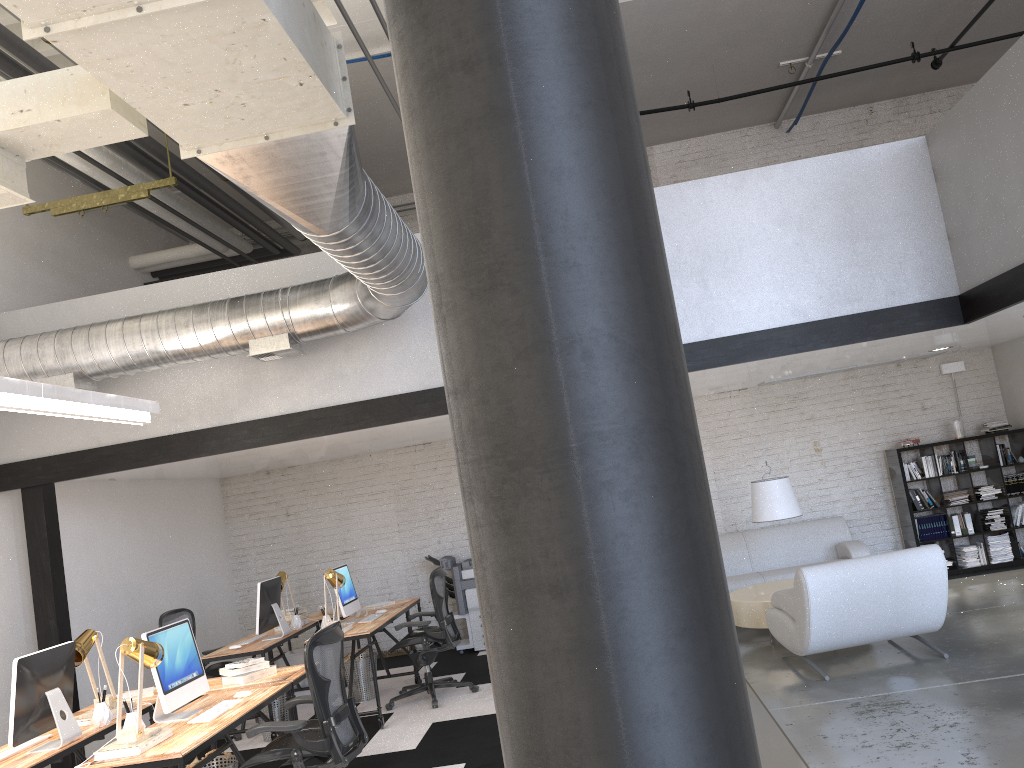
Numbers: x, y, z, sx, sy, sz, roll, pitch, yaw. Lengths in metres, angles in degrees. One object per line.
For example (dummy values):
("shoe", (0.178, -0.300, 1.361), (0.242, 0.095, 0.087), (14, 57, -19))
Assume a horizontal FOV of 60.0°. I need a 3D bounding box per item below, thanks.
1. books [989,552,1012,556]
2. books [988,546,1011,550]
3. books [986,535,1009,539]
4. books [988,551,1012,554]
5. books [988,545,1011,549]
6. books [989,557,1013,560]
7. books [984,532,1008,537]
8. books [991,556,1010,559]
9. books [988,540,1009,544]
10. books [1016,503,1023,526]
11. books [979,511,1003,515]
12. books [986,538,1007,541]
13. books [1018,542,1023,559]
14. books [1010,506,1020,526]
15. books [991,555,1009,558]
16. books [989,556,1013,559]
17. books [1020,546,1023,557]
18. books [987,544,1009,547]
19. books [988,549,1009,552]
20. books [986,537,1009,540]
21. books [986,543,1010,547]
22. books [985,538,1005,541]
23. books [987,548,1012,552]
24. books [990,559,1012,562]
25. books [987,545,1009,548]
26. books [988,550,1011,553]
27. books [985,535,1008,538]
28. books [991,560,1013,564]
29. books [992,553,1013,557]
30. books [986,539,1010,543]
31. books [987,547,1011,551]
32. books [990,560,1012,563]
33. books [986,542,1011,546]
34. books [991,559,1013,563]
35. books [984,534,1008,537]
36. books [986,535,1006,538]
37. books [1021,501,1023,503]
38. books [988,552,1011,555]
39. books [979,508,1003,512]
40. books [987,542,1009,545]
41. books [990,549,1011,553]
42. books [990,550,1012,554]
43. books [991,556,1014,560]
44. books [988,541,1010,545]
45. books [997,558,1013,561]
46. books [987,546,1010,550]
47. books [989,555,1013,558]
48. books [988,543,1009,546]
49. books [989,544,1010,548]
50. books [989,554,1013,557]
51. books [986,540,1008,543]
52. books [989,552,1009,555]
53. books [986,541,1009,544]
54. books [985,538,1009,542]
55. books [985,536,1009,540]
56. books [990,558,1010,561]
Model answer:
("books", (4.949, 1.731, 9.080), (0.209, 0.009, 0.293), (-10, -7, 5))
("books", (4.946, 1.674, 9.084), (0.208, 0.013, 0.298), (-10, -7, 6))
("books", (4.927, 1.565, 9.096), (0.208, 0.017, 0.295), (-10, -7, 5))
("books", (4.951, 1.713, 9.078), (0.206, 0.010, 0.290), (-10, -7, 8))
("books", (4.947, 1.663, 9.093), (0.210, 0.012, 0.295), (-10, -7, 5))
("books", (4.963, 1.774, 9.074), (0.210, 0.009, 0.300), (-10, -7, 4))
("books", (4.932, 1.540, 9.102), (0.207, 0.021, 0.301), (-10, -7, 4))
("books", (4.958, 1.758, 9.075), (0.207, 0.009, 0.304), (-10, -7, 4))
("books", (4.930, 1.609, 9.086), (0.206, 0.014, 0.276), (-10, -7, 5))
("books", (5.179, 1.331, 9.058), (0.097, 0.215, 0.141), (-10, -6, 5))
("books", (4.901, 1.319, 9.095), (0.160, 0.020, 0.262), (-10, -7, 5))
("books", (4.933, 1.587, 9.100), (0.210, 0.015, 0.295), (-10, -7, 4))
("books", (5.122, 1.685, 8.991), (0.031, 0.171, 0.104), (-10, -6, 5))
("books", (5.115, 1.352, 9.061), (0.118, 0.194, 0.149), (-10, -6, 5))
("books", (4.953, 1.747, 9.073), (0.210, 0.010, 0.280), (-10, -7, 5))
("books", (4.960, 1.763, 9.076), (0.208, 0.009, 0.300), (-10, -7, 4))
("books", (5.166, 1.700, 8.973), (0.054, 0.121, 0.079), (-10, -6, 5))
("books", (4.950, 1.647, 9.100), (0.207, 0.012, 0.296), (-10, -7, 6))
("books", (4.943, 1.691, 9.076), (0.208, 0.012, 0.277), (-10, -7, 5))
("books", (4.929, 1.575, 9.094), (0.207, 0.016, 0.305), (-10, -7, 6))
("books", (4.946, 1.642, 9.100), (0.208, 0.012, 0.295), (-10, -7, 5))
("books", (4.930, 1.581, 9.100), (0.208, 0.017, 0.303), (-10, -7, 4))
("books", (4.944, 1.686, 9.079), (0.208, 0.013, 0.293), (-10, -7, 4))
("books", (4.968, 1.790, 9.073), (0.206, 0.009, 0.295), (-10, -7, 8))
("books", (4.949, 1.657, 9.099), (0.207, 0.013, 0.292), (-10, -7, 5))
("books", (4.947, 1.703, 9.078), (0.210, 0.011, 0.294), (-10, -7, 5))
("books", (4.929, 1.559, 9.099), (0.210, 0.017, 0.297), (-10, -7, 6))
("books", (4.962, 1.807, 9.072), (0.210, 0.007, 0.304), (-10, -7, 6))
("books", (4.950, 1.735, 9.068), (0.209, 0.012, 0.294), (-10, -7, 3))
("books", (4.933, 1.596, 9.086), (0.211, 0.017, 0.292), (-10, -7, 3))
("books", (4.943, 1.679, 9.077), (0.209, 0.015, 0.298), (-10, -7, 4))
("books", (4.960, 1.802, 9.070), (0.208, 0.008, 0.296), (-10, -7, 4))
("books", (4.942, 1.630, 9.096), (0.209, 0.014, 0.304), (-10, -7, 2))
("books", (4.963, 1.796, 9.076), (0.209, 0.008, 0.296), (-10, -7, 5))
("books", (4.933, 1.547, 9.105), (0.208, 0.018, 0.303), (-10, -7, 6))
("books", (4.930, 1.554, 9.101), (0.209, 0.017, 0.288), (-10, -7, 6))
("books", (5.250, 1.315, 9.060), (0.086, 0.221, 0.160), (-10, -6, 5))
("books", (4.948, 1.725, 9.078), (0.210, 0.010, 0.296), (-10, -7, 4))
("books", (4.911, 1.290, 9.082), (0.150, 0.010, 0.260), (-11, -7, 10))
("books", (4.938, 1.625, 9.092), (0.210, 0.013, 0.303), (-10, -7, 4))
("books", (4.944, 1.697, 9.077), (0.207, 0.011, 0.292), (-10, -7, 6))
("books", (4.947, 1.708, 9.078), (0.209, 0.010, 0.294), (-10, -7, 6))
("books", (4.961, 1.768, 9.075), (0.206, 0.009, 0.301), (-10, -7, 3))
("books", (4.935, 1.620, 9.090), (0.209, 0.013, 0.297), (-10, -7, 6))
("books", (4.965, 1.785, 9.078), (0.208, 0.008, 0.291), (-10, -7, 6))
("books", (4.946, 1.668, 9.090), (0.210, 0.012, 0.291), (-10, -7, 5))
("books", (4.956, 1.753, 9.074), (0.209, 0.009, 0.296), (-10, -7, 5))
("books", (4.947, 1.635, 9.095), (0.210, 0.013, 0.301), (-10, -7, 4))
("books", (4.951, 1.651, 9.096), (0.207, 0.012, 0.294), (-10, -7, 8))
("books", (4.954, 1.743, 9.073), (0.207, 0.013, 0.294), (-10, -7, 4))
("books", (4.932, 1.603, 9.089), (0.207, 0.015, 0.291), (-10, -7, 4))
("books", (4.949, 1.719, 9.081), (0.208, 0.010, 0.293), (-10, -7, 5))
("books", (4.933, 1.615, 9.090), (0.207, 0.013, 0.293), (-10, -7, 6))
("books", (4.935, 1.592, 9.100), (0.210, 0.016, 0.296), (-10, -7, 6))
("books", (4.926, 1.571, 9.095), (0.207, 0.016, 0.299), (-10, -7, 5))
("books", (4.958, 1.780, 9.075), (0.209, 0.008, 0.297), (-10, -7, 5))
